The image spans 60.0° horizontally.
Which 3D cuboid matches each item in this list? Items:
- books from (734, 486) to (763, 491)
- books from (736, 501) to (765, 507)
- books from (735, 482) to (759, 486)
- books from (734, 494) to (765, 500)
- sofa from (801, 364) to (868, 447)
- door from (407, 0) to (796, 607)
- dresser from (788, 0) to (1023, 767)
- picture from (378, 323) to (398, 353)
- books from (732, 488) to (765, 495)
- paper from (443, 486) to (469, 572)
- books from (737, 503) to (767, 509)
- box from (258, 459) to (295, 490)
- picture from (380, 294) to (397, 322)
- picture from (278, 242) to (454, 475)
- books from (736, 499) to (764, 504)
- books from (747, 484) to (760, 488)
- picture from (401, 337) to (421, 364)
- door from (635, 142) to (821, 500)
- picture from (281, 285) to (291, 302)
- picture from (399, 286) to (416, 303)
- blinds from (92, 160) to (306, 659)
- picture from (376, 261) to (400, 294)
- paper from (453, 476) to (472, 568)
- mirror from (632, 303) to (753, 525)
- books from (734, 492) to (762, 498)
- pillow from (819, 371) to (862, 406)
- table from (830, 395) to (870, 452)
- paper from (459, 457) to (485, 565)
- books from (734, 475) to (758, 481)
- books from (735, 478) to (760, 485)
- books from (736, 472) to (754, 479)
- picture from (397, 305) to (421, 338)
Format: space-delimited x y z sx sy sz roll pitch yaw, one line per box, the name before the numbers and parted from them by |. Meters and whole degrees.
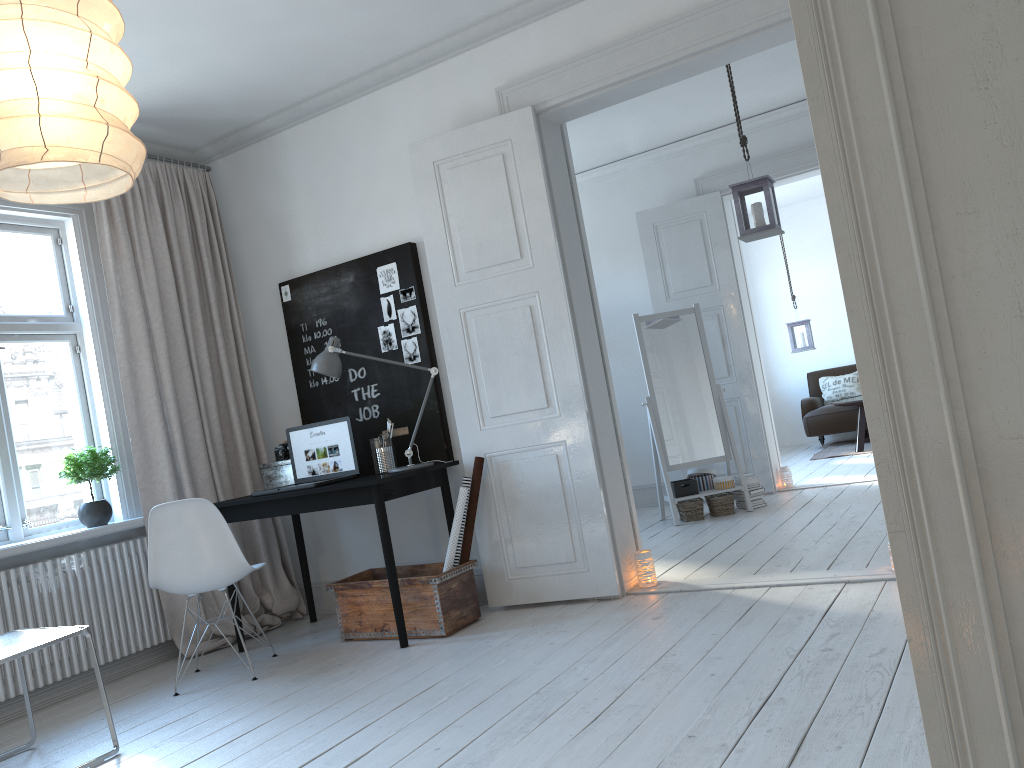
books | 1.669 0.737 6.269 0.128 0.016 0.179 -9 -2 -17
books | 1.684 0.844 6.267 0.128 0.016 0.177 -9 -2 -19
books | 1.657 0.704 6.268 0.128 0.016 0.181 -10 -2 1
books | 1.675 0.800 6.264 0.132 0.017 0.187 -9 -2 -23
sofa | 4.251 0.106 9.489 2.168 0.824 0.967 -11 -2 30
door | 0.914 -0.347 3.984 2.602 2.504 0.577 -11 -1 30
dresser | 0.857 -0.286 1.194 0.631 2.162 1.430 -11 -2 30
picture | -0.658 -0.243 4.695 0.107 0.150 0.001 -11 -1 30
books | 1.669 0.757 6.260 0.128 0.022 0.193 -9 -2 -28
paper | -0.288 0.806 4.150 0.283 0.626 0.041 -10 -1 8
books | 1.691 0.860 6.266 0.128 0.016 0.179 -9 -2 -22
box | -1.204 0.485 4.811 0.317 0.152 0.192 -11 -2 30
picture | -0.652 -0.399 4.680 0.084 0.146 0.002 -11 -1 30
picture | -0.818 -0.081 4.835 0.954 1.172 0.063 -11 -1 30
books | 1.679 0.828 6.265 0.128 0.016 0.181 -10 -2 -15
books | 1.662 0.720 6.269 0.128 0.016 0.177 -10 -2 -4
picture | -0.528 -0.174 4.626 0.103 0.136 0.001 -11 -1 30
door | 2.408 -0.514 6.595 2.602 2.504 0.577 -11 -1 30
picture | -1.282 -0.514 5.031 0.061 0.088 0.004 -11 -1 27
picture | -0.545 -0.468 4.613 0.095 0.071 0.001 -11 -1 30
blinds | -1.677 0.069 4.775 0.225 2.646 0.830 -11 -1 30
picture | -0.652 -0.562 4.665 0.148 0.154 0.004 -11 -1 30
paper | -0.262 0.786 4.202 0.266 0.669 0.043 -10 -1 -15
mirror | 1.233 0.192 6.258 0.610 1.488 0.417 -10 -1 -5
books | 1.666 0.782 6.273 0.128 0.022 0.167 -9 -2 -26
pillow | 3.708 0.050 9.920 0.520 0.367 0.238 -11 -2 30
table | 3.884 0.321 8.806 1.301 0.503 1.299 -11 -2 20
paper | -0.212 0.736 4.250 0.297 0.746 0.048 -10 -1 -15
books | 1.650 0.662 6.265 0.132 0.017 0.187 -10 -2 3
books | 1.658 0.682 6.259 0.128 0.026 0.200 -10 -2 1
books | 1.646 0.647 6.281 0.111 0.014 0.156 -10 -2 9
picture | -0.537 -0.328 4.619 0.121 0.152 0.002 -11 -1 30
